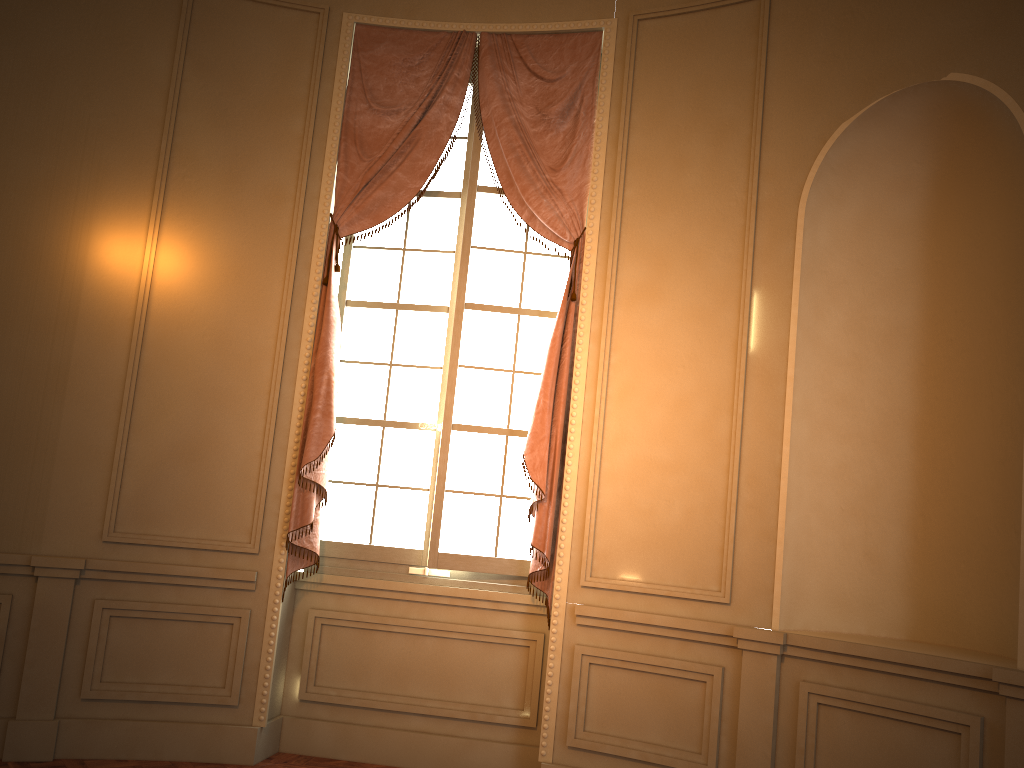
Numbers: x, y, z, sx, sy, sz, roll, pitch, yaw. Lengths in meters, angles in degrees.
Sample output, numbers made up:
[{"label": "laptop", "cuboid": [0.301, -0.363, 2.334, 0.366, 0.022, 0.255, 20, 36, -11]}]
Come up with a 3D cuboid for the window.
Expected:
[{"label": "window", "cuboid": [-0.285, -0.400, 4.563, 1.301, 2.825, 0.154, 5, -7, 7]}]

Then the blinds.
[{"label": "blinds", "cuboid": [-0.317, -0.373, 4.329, 1.325, 2.965, 0.288, 5, -7, 6]}]
